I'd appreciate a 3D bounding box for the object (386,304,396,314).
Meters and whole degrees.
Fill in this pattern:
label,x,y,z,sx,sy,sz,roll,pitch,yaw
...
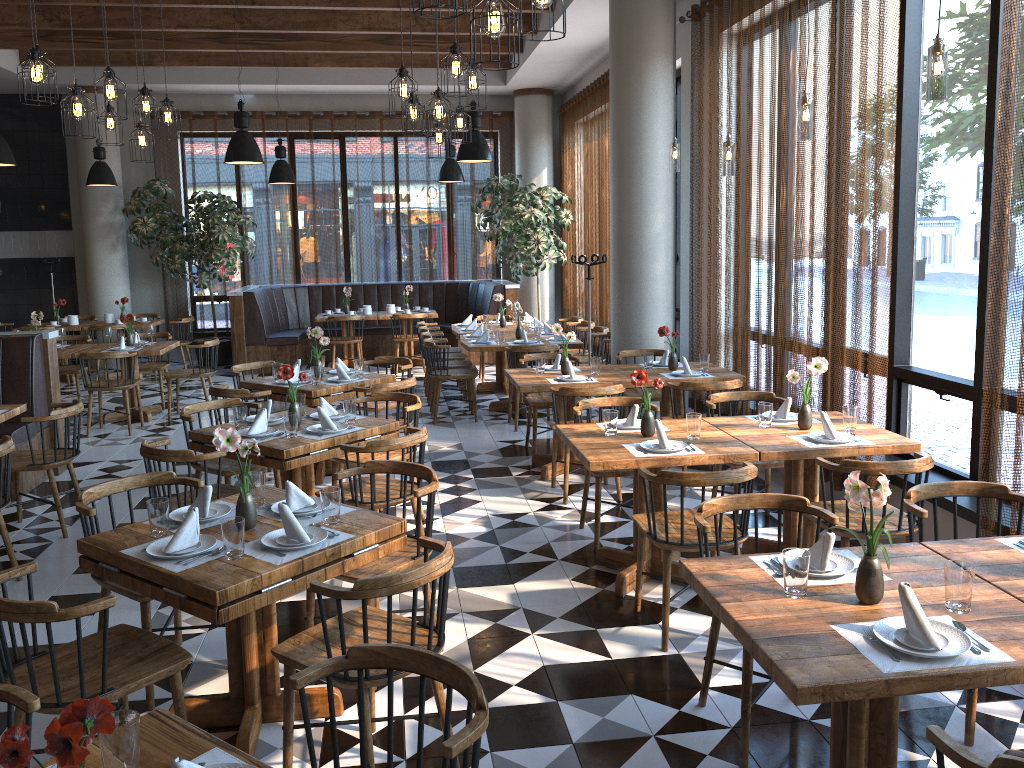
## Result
label,x,y,z,sx,sy,sz,roll,pitch,yaw
object,-1.751,-1.086,12.808,0.130,0.128,0.130,5,10,36

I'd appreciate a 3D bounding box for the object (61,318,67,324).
label,x,y,z,sx,sy,sz,roll,pitch,yaw
object,-6.156,-0.866,12.179,0.175,0.066,0.177,0,9,6

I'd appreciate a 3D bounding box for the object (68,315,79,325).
label,x,y,z,sx,sy,sz,roll,pitch,yaw
object,-5.904,-0.859,11.916,0.130,0.128,0.130,5,10,36

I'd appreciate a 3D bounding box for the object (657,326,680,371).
label,x,y,z,sx,sy,sz,roll,pitch,yaw
object,1.229,-0.285,6.959,0.171,0.353,0.157,1,8,15

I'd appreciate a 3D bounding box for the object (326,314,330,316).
label,x,y,z,sx,sy,sz,roll,pitch,yaw
object,-2.614,-0.982,12.591,0.053,0.025,0.049,-4,9,-19

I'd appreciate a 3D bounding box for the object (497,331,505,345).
label,x,y,z,sx,sy,sz,roll,pitch,yaw
object,-0.110,-0.459,8.837,0.080,0.131,0.080,-4,8,-23

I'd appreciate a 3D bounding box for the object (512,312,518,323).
label,x,y,z,sx,sy,sz,roll,pitch,yaw
object,0.037,-0.827,11.030,0.080,0.131,0.080,-4,8,-23

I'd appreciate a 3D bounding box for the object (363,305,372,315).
label,x,y,z,sx,sy,sz,roll,pitch,yaw
object,-2.074,-1.060,12.685,0.130,0.128,0.130,5,10,36

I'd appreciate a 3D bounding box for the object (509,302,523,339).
label,x,y,z,sx,sy,sz,roll,pitch,yaw
object,0.047,-0.673,9.293,0.146,0.398,0.208,-1,8,-3

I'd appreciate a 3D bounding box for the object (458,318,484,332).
label,x,y,z,sx,sy,sz,roll,pitch,yaw
object,-0.476,-0.686,10.227,0.272,0.136,0.354,-2,9,-8

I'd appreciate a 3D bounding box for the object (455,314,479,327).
label,x,y,z,sx,sy,sz,roll,pitch,yaw
object,-0.557,-0.779,10.795,0.272,0.136,0.354,-2,9,-8

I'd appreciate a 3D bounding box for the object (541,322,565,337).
label,x,y,z,sx,sy,sz,roll,pitch,yaw
object,0.413,-0.609,9.661,0.272,0.136,0.354,-2,9,-8

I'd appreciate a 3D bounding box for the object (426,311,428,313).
label,x,y,z,sx,sy,sz,roll,pitch,yaw
object,-1.218,-1.033,12.739,0.034,0.023,0.156,-4,10,-17

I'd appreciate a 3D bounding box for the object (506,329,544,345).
label,x,y,z,sx,sy,sz,roll,pitch,yaw
object,0.129,-0.479,8.915,0.352,0.136,0.273,-2,9,-8

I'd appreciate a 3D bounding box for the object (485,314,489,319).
label,x,y,z,sx,sy,sz,roll,pitch,yaw
object,-0.316,-0.776,10.763,0.080,0.131,0.080,-4,8,-23

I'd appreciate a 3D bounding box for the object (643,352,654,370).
label,x,y,z,sx,sy,sz,roll,pitch,yaw
object,1.080,-0.179,7.015,0.080,0.131,0.080,1,8,17

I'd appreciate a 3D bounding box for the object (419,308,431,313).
label,x,y,z,sx,sy,sz,roll,pitch,yaw
object,-1.258,-1.074,12.863,0.176,0.066,0.176,-4,10,-17

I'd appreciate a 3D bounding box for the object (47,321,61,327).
label,x,y,z,sx,sy,sz,roll,pitch,yaw
object,-6.060,-0.792,11.717,0.176,0.066,0.176,8,13,43

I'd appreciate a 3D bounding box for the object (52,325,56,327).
label,x,y,z,sx,sy,sz,roll,pitch,yaw
object,-6.010,-0.758,11.634,0.053,0.025,0.049,-9,12,-39

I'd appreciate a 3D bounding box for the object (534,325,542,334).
label,x,y,z,sx,sy,sz,roll,pitch,yaw
object,0.276,-0.545,9.310,0.080,0.131,0.080,-4,8,-23

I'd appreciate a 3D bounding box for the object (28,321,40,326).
label,x,y,z,sx,sy,sz,roll,pitch,yaw
object,-6.421,-0.817,11.905,0.176,0.066,0.176,-4,10,-16

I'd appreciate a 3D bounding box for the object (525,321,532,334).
label,x,y,z,sx,sy,sz,roll,pitch,yaw
object,0.183,-0.622,9.779,0.080,0.131,0.080,-4,8,-23

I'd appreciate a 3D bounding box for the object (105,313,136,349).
label,x,y,z,sx,sy,sz,roll,pitch,yaw
object,-4.061,-0.557,9.201,0.295,0.353,0.167,-1,8,-2

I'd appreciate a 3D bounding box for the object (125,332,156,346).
label,x,y,z,sx,sy,sz,roll,pitch,yaw
object,-4.025,-0.498,9.505,0.352,0.136,0.273,-2,9,-8

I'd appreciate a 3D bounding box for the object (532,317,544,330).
label,x,y,z,sx,sy,sz,roll,pitch,yaw
object,0.320,-0.716,10.314,0.272,0.136,0.354,-2,9,-8

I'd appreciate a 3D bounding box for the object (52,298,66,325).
label,x,y,z,sx,sy,sz,roll,pitch,yaw
object,-6.093,-0.974,11.947,0.171,0.353,0.157,-4,8,-22

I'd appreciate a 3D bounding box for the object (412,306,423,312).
label,x,y,z,sx,sy,sz,roll,pitch,yaw
object,-1.395,-1.110,13.093,0.175,0.066,0.177,0,9,6

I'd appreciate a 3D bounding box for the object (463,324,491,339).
label,x,y,z,sx,sy,sz,roll,pitch,yaw
object,-0.382,-0.579,9.574,0.272,0.136,0.354,-2,9,-8

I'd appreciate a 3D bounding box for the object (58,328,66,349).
label,x,y,z,sx,sy,sz,roll,pitch,yaw
object,-4.674,-0.475,9.202,0.081,0.214,0.081,-8,10,-44

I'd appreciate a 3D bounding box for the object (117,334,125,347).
label,x,y,z,sx,sy,sz,roll,pitch,yaw
object,-4.100,-0.459,9.292,0.080,0.131,0.080,3,9,27

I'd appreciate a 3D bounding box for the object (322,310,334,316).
label,x,y,z,sx,sy,sz,roll,pitch,yaw
object,-2.630,-1.019,12.685,0.176,0.066,0.176,-4,10,-16

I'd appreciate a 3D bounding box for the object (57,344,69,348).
label,x,y,z,sx,sy,sz,roll,pitch,yaw
object,-4.905,-0.461,9.383,0.352,0.136,0.273,-2,9,-8

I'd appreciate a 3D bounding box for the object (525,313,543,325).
label,x,y,z,sx,sy,sz,roll,pitch,yaw
object,0.234,-0.814,10.914,0.272,0.136,0.354,-2,9,-8

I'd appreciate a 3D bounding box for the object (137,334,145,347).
label,x,y,z,sx,sy,sz,roll,pitch,yaw
object,-3.849,-0.448,9.201,0.080,0.131,0.080,2,8,22

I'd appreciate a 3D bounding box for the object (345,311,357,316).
label,x,y,z,sx,sy,sz,roll,pitch,yaw
object,-2.270,-0.994,12.497,0.176,0.066,0.176,4,10,27

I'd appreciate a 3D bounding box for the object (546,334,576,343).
label,x,y,z,sx,sy,sz,roll,pitch,yaw
object,0.494,-0.517,9.097,0.272,0.136,0.354,-2,9,-8

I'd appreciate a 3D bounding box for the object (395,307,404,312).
label,x,y,z,sx,sy,sz,roll,pitch,yaw
object,-1.686,-1.107,13.104,0.176,0.066,0.176,6,11,36

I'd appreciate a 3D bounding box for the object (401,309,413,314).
label,x,y,z,sx,sy,sz,roll,pitch,yaw
object,-1.485,-1.023,12.582,0.176,0.066,0.176,-5,10,-25

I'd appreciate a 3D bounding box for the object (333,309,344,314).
label,x,y,z,sx,sy,sz,roll,pitch,yaw
object,-2.550,-1.067,12.965,0.176,0.066,0.176,6,11,36

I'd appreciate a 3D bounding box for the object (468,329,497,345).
label,x,y,z,sx,sy,sz,roll,pitch,yaw
object,-0.302,-0.487,9.010,0.272,0.136,0.354,-2,9,-8

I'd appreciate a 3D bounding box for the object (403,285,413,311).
label,x,y,z,sx,sy,sz,roll,pitch,yaw
object,-1.497,-1.228,12.808,0.146,0.398,0.208,-1,8,-3

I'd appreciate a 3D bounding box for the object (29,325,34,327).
label,x,y,z,sx,sy,sz,roll,pitch,yaw
object,-6.404,-0.780,11.811,0.053,0.025,0.049,-4,9,-19

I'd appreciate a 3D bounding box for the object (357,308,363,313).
label,x,y,z,sx,sy,sz,roll,pitch,yaw
object,-2.194,-1.076,12.983,0.175,0.066,0.177,-1,9,2

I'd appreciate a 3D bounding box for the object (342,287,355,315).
label,x,y,z,sx,sy,sz,roll,pitch,yaw
object,-2.353,-1.199,12.731,0.147,0.398,0.207,-7,10,-40

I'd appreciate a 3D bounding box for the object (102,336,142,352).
label,x,y,z,sx,sy,sz,roll,pitch,yaw
object,-3.959,-0.413,8.988,0.352,0.136,0.273,-2,9,-8

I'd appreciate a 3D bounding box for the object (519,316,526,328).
label,x,y,z,sx,sy,sz,roll,pitch,yaw
object,0.121,-0.730,10.441,0.080,0.131,0.080,-4,8,-23

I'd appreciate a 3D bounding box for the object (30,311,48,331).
label,x,y,z,sx,sy,sz,roll,pitch,yaw
object,-4.871,-0.549,9.111,0.207,0.398,0.147,5,10,40

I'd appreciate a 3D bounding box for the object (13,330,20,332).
label,x,y,z,sx,sy,sz,roll,pitch,yaw
object,-5.046,-0.441,9.040,0.081,0.214,0.081,-3,8,-16

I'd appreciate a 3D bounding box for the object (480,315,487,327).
label,x,y,z,sx,sy,sz,roll,pitch,yaw
object,-0.340,-0.757,10.655,0.080,0.131,0.080,-4,8,-23

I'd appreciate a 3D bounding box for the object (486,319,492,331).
label,x,y,z,sx,sy,sz,roll,pitch,yaw
object,-0.261,-0.667,10.106,0.080,0.131,0.080,-4,8,-23

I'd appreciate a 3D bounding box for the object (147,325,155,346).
label,x,y,z,sx,sy,sz,roll,pitch,yaw
object,-3.793,-0.512,9.324,0.081,0.214,0.081,-8,10,-44

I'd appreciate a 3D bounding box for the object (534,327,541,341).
label,x,y,z,sx,sy,sz,roll,pitch,yaw
object,0.265,-0.514,9.122,0.080,0.131,0.080,-4,8,-23

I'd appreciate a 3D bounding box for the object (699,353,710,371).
label,x,y,z,sx,sy,sz,roll,pitch,yaw
object,1.498,-0.167,6.893,0.080,0.131,0.080,1,8,17

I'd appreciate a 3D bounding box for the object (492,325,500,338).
label,x,y,z,sx,sy,sz,roll,pitch,yaw
object,-0.169,-0.562,9.463,0.080,0.131,0.080,-4,8,-23

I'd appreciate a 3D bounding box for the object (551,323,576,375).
label,x,y,z,sx,sy,sz,roll,pitch,yaw
object,0.397,-0.274,6.852,0.207,0.398,0.146,-8,10,-44

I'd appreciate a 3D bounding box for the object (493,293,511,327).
label,x,y,z,sx,sy,sz,roll,pitch,yaw
object,-0.116,-0.879,10.549,0.206,0.398,0.147,-2,7,-9

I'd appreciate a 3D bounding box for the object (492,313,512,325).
label,x,y,z,sx,sy,sz,roll,pitch,yaw
object,-0.177,-0.813,10.955,0.352,0.136,0.273,-2,9,-8
